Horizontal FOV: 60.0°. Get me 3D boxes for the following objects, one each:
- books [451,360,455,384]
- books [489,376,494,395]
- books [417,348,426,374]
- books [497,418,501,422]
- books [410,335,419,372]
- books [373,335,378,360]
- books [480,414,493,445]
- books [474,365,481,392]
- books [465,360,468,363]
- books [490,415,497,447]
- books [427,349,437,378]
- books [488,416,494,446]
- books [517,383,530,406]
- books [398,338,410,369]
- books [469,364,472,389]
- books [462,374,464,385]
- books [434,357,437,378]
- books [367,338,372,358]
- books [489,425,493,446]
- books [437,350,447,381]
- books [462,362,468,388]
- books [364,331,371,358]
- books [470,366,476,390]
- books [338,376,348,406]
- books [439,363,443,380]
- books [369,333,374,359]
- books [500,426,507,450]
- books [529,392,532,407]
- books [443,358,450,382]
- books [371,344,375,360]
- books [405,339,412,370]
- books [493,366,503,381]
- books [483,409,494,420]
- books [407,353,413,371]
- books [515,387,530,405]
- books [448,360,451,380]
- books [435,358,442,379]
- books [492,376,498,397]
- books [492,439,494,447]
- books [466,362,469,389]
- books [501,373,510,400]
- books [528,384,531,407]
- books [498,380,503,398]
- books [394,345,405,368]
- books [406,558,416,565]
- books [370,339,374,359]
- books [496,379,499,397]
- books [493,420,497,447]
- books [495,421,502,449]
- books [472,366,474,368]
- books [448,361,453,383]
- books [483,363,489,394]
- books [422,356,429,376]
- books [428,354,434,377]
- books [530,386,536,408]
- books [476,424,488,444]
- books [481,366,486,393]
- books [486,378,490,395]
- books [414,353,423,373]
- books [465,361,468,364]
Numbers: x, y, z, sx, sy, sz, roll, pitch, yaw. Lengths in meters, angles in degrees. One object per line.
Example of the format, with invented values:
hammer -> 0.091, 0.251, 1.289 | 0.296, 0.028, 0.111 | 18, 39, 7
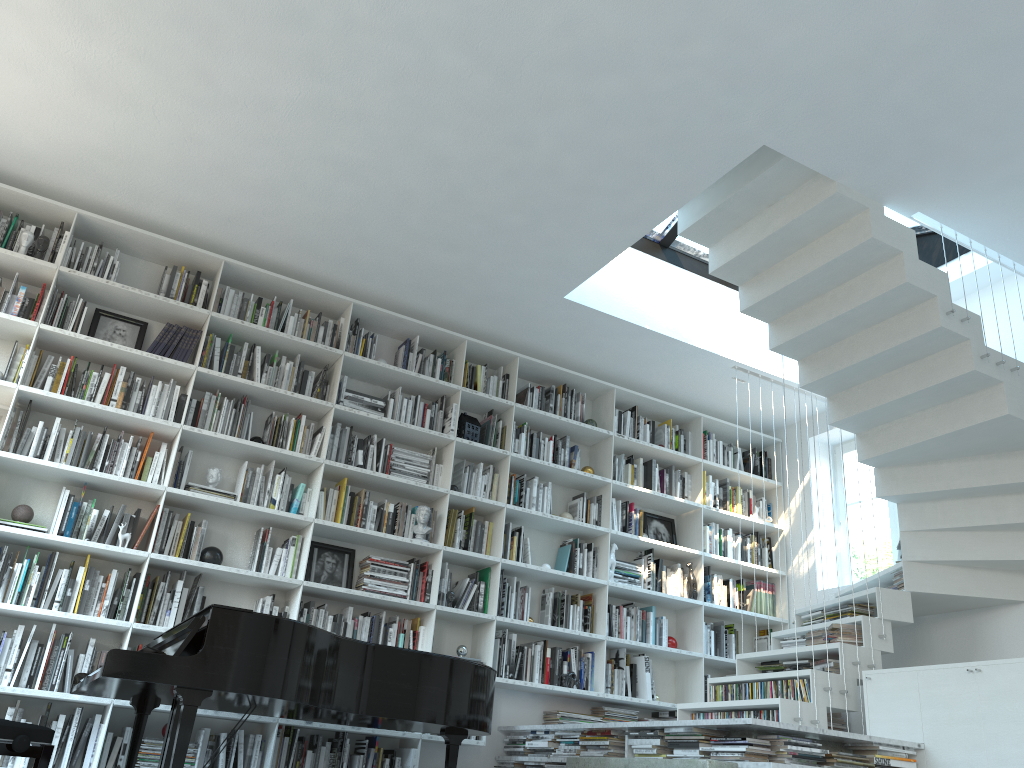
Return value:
books -> -0.449, -0.032, 6.226 | 0.022, 0.256, 0.137 | 17, -27, -25
books -> -0.190, 0.066, 6.321 | 0.024, 0.201, 0.180 | 17, -27, -25
books -> -0.654, -0.099, 6.134 | 0.028, 0.268, 0.140 | 17, -27, -25
books -> -0.121, 0.396, 6.261 | 0.005, 0.290, 0.131 | 17, -27, -25
books -> -0.700, -0.153, 6.099 | 0.010, 0.330, 0.186 | 17, -27, -25
books -> -0.950, -0.191, 5.975 | 0.011, 0.255, 0.144 | 17, -27, -25
books -> -0.199, 0.364, 6.182 | 0.021, 0.271, 0.191 | 17, -27, -25
books -> -0.275, 0.014, 6.289 | 0.054, 0.253, 0.191 | 17, -27, -25
books -> -0.364, -0.017, 6.267 | 0.007, 0.278, 0.150 | 17, -27, -25
books -> -0.167, 0.370, 6.207 | 0.021, 0.286, 0.179 | 17, -27, -25
books -> -0.574, -0.089, 6.142 | 0.010, 0.269, 0.180 | 17, -27, -25
books -> -0.191, 0.373, 6.199 | 0.022, 0.270, 0.182 | 17, -27, -25
books -> 0.078, 0.131, 6.462 | 0.009, 0.243, 0.173 | 17, -27, -25
books -> -0.758, -0.152, 6.067 | 0.014, 0.291, 0.176 | 17, -27, -25
books -> -0.328, 0.001, 6.280 | 0.008, 0.261, 0.142 | 17, -27, -25
books -> -0.388, 0.015, 6.239 | 0.015, 0.192, 0.160 | 17, -27, -25
books -> -0.572, -0.058, 6.144 | 0.012, 0.216, 0.180 | 17, -27, -25
books -> -0.987, -0.186, 5.950 | 0.016, 0.218, 0.144 | 17, -27, -25
books -> -0.189, 0.407, 6.206 | 0.024, 0.216, 0.169 | 17, -27, -25
books -> -0.510, -0.074, 6.206 | 0.012, 0.307, 0.138 | 17, -27, -25
books -> -0.364, -0.012, 6.232 | 0.007, 0.238, 0.192 | 17, -27, -25
books -> -0.999, -0.209, 5.957 | 0.013, 0.263, 0.147 | 17, -27, -25
books -> -0.310, 0.011, 6.264 | 0.015, 0.232, 0.171 | 17, -27, -25
books -> -1.124, 0.091, 5.737 | 0.021, 0.248, 0.192 | 17, -27, -25
books -> -0.528, -0.029, 6.185 | 0.014, 0.203, 0.135 | 17, -27, -25
books -> -0.975, -0.200, 5.960 | 0.005, 0.254, 0.168 | 17, -27, -25
books -> -0.102, 0.422, 6.220 | 0.008, 0.213, 0.224 | 17, -27, -25
books -> 0.099, 0.170, 6.470 | 0.009, 0.182, 0.160 | 17, -27, -25
books -> -0.491, -0.042, 6.195 | 0.028, 0.242, 0.161 | 17, -27, -25
books -> -0.965, -0.160, 5.962 | 0.010, 0.186, 0.153 | 17, -27, -25
books -> -0.742, -0.145, 6.083 | 0.011, 0.294, 0.158 | 17, -27, -25
books -> -0.114, 0.042, 6.409 | 0.012, 0.328, 0.129 | 17, -27, -25
books -> -0.189, 0.350, 6.229 | 0.025, 0.337, 0.143 | 17, -27, -25
books -> -0.734, -0.096, 6.084 | 0.031, 0.207, 0.147 | 17, -27, -25
books -> 0.056, 0.139, 6.438 | 0.046, 0.205, 0.184 | 17, -27, -25
books -> -0.478, -0.034, 6.212 | 0.014, 0.243, 0.145 | 17, -27, -25
books -> -0.549, -0.052, 6.135 | 0.023, 0.201, 0.193 | 17, -27, -25
books -> -0.164, 0.067, 6.332 | 0.031, 0.212, 0.170 | 17, -27, -25
books -> -0.168, 0.415, 6.213 | 0.013, 0.209, 0.140 | 17, -27, -25
books -> -0.342, -0.007, 6.264 | 0.034, 0.259, 0.158 | 17, -27, -25
books -> -0.083, 0.072, 6.375 | 0.029, 0.252, 0.187 | 17, -27, -25
books -> 0.082, 0.137, 6.474 | 0.011, 0.243, 0.173 | 17, -27, -25
books -> -0.126, 0.093, 6.360 | 0.022, 0.193, 0.182 | 17, -27, -25
books -> -0.780, -0.128, 6.066 | 0.012, 0.244, 0.151 | 17, -27, -25
books -> -0.658, 1.258, 5.609 | 0.011, 0.297, 0.130 | 17, -27, -25
books -> -0.977, -0.189, 5.978 | 0.013, 0.248, 0.148 | 17, -27, -25
books -> -0.150, 0.085, 6.358 | 0.025, 0.202, 0.162 | 17, -27, -25
books -> -0.153, 0.394, 6.217 | 0.005, 0.254, 0.159 | 17, -27, -25
books -> -0.127, 0.398, 6.214 | 0.013, 0.247, 0.187 | 17, -27, -25
books -> -0.317, 0.012, 6.304 | 0.007, 0.263, 0.133 | 17, -27, -25
books -> -0.462, -0.030, 6.210 | 0.014, 0.237, 0.153 | 17, -27, -25
books -> -0.221, 0.012, 6.326 | 0.010, 0.296, 0.168 | 17, -27, -25
books -> -0.621, -0.067, 6.117 | 0.033, 0.202, 0.167 | 17, -27, -25
books -> -0.597, -0.073, 6.140 | 0.023, 0.235, 0.154 | 17, -27, -25
books -> 0.117, 0.148, 6.474 | 0.013, 0.228, 0.174 | 17, -27, -25
books -> -0.223, 0.399, 6.193 | 0.019, 0.213, 0.156 | 17, -27, -25
books -> -0.248, 0.023, 6.327 | 0.030, 0.273, 0.152 | 17, -27, -25
books -> -0.211, 0.069, 6.306 | 0.022, 0.179, 0.173 | 17, -27, -25
books -> -0.681, -0.089, 6.091 | 0.050, 0.210, 0.173 | 17, -27, -25
books -> -0.365, -0.014, 6.251 | 0.006, 0.258, 0.166 | 17, -27, -25
